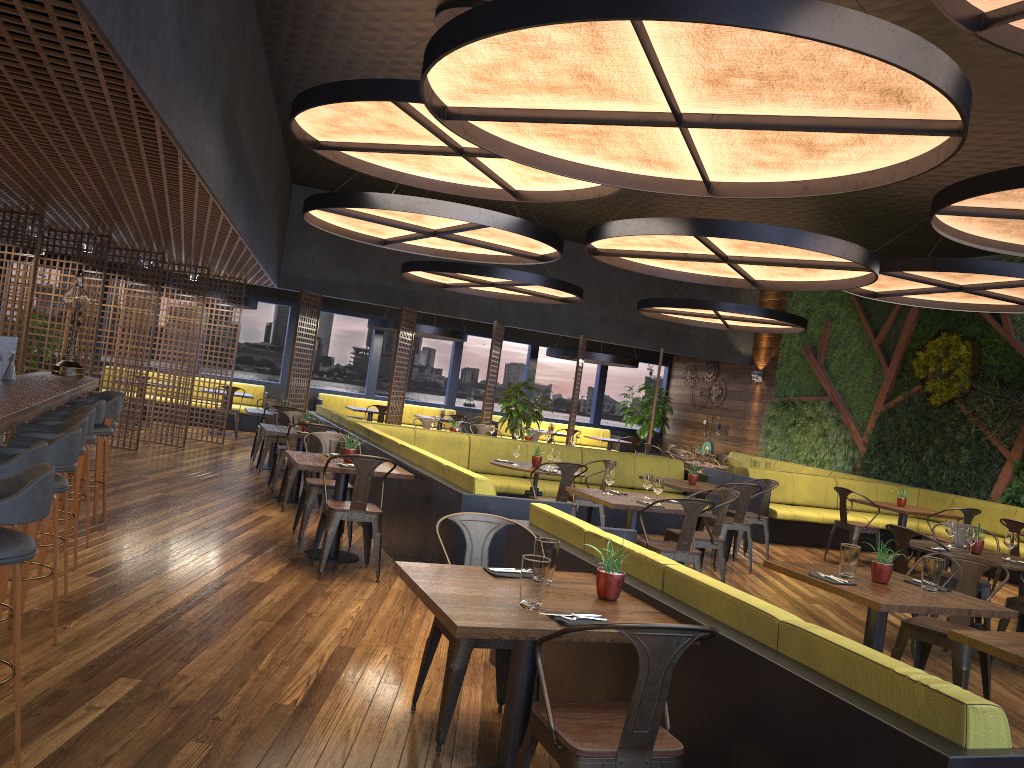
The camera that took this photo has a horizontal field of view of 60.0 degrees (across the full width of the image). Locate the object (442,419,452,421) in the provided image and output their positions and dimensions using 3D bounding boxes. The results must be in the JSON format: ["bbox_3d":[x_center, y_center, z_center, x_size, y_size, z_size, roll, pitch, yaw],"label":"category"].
[{"bbox_3d":[-1.283,0.695,17.340,0.255,0.019,0.157,8,0,-21],"label":"object"}]

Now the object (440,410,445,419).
[{"bbox_3d":[-1.374,0.602,17.472,0.102,0.178,0.102,8,0,-35],"label":"object"}]

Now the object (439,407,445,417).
[{"bbox_3d":[-1.373,0.557,17.656,0.238,0.271,0.260,8,0,1],"label":"object"}]

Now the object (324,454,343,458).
[{"bbox_3d":[-1.442,0.603,7.432,0.255,0.019,0.157,8,0,-21],"label":"object"}]

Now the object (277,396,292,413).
[{"bbox_3d":[-3.155,0.271,12.200,0.260,0.271,0.238,8,0,-19],"label":"object"}]

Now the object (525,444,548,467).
[{"bbox_3d":[0.261,0.725,9.274,0.238,0.271,0.260,8,0,1],"label":"object"}]

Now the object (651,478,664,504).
[{"bbox_3d":[1.193,0.876,7.252,0.097,0.206,0.097,8,0,-29],"label":"object"}]

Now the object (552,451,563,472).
[{"bbox_3d":[0.464,0.787,9.061,0.097,0.206,0.097,8,0,4],"label":"object"}]

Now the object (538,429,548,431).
[{"bbox_3d":[0.692,0.979,18.784,0.255,0.019,0.157,8,0,-21],"label":"object"}]

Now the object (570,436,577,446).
[{"bbox_3d":[0.913,0.879,13.239,0.097,0.206,0.097,8,0,25],"label":"object"}]

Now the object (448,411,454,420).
[{"bbox_3d":[-1.218,0.625,17.633,0.102,0.178,0.102,8,0,-35],"label":"object"}]

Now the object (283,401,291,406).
[{"bbox_3d":[-3.073,0.329,12.075,0.102,0.178,0.102,8,0,-15],"label":"object"}]

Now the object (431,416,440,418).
[{"bbox_3d":[-1.518,0.666,17.960,0.255,0.019,0.157,8,0,-21],"label":"object"}]

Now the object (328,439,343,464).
[{"bbox_3d":[-1.383,0.527,6.918,0.102,0.178,0.102,8,0,15],"label":"object"}]

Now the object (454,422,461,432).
[{"bbox_3d":[-0.774,0.640,12.608,0.097,0.206,0.097,8,0,25],"label":"object"}]

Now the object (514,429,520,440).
[{"bbox_3d":[0.069,0.760,12.923,0.097,0.206,0.097,8,0,25],"label":"object"}]

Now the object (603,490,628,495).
[{"bbox_3d":[0.895,0.932,7.627,0.157,0.019,0.255,8,0,-20],"label":"object"}]

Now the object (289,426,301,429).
[{"bbox_3d":[-2.372,0.492,9.964,0.255,0.019,0.157,8,0,-21],"label":"object"}]

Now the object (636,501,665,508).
[{"bbox_3d":[1.096,0.956,7.099,0.157,0.019,0.255,8,0,-20],"label":"object"}]

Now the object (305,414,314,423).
[{"bbox_3d":[-2.259,0.426,9.834,0.102,0.178,0.102,8,0,-35],"label":"object"}]

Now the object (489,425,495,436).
[{"bbox_3d":[-0.300,0.710,13.147,0.097,0.206,0.097,8,0,25],"label":"object"}]

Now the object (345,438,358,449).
[{"bbox_3d":[-1.329,0.537,7.301,0.102,0.178,0.102,8,0,-35],"label":"object"}]

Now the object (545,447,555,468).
[{"bbox_3d":[0.411,0.783,9.442,0.097,0.206,0.097,8,0,18],"label":"object"}]

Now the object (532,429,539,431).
[{"bbox_3d":[0.521,0.952,18.393,0.157,0.019,0.255,8,0,-21],"label":"object"}]

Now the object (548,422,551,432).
[{"bbox_3d":[0.817,0.867,18.470,0.238,0.271,0.260,8,0,1],"label":"object"}]

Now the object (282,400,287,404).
[{"bbox_3d":[-3.192,0.314,12.373,0.102,0.178,0.102,8,0,-5],"label":"object"}]

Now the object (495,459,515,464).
[{"bbox_3d":[-0.048,0.813,9.295,0.255,0.019,0.157,8,0,12],"label":"object"}]

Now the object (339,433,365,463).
[{"bbox_3d":[-1.305,0.493,7.131,0.238,0.271,0.260,8,0,1],"label":"object"}]

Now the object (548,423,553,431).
[{"bbox_3d":[0.805,0.913,18.654,0.102,0.178,0.102,8,0,-35],"label":"object"}]

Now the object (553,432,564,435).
[{"bbox_3d":[0.927,1.007,18.164,0.255,0.019,0.157,8,0,-21],"label":"object"}]

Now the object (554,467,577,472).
[{"bbox_3d":[0.545,0.896,9.351,0.255,0.019,0.157,8,0,-18],"label":"object"}]

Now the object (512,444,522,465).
[{"bbox_3d":[0.049,0.730,9.143,0.097,0.206,0.097,8,0,21],"label":"object"}]

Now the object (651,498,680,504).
[{"bbox_3d":[1.296,0.987,7.507,0.255,0.019,0.157,8,0,-20],"label":"object"}]

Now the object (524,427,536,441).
[{"bbox_3d":[0.242,0.750,13.216,0.238,0.271,0.260,8,0,1],"label":"object"}]

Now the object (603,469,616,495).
[{"bbox_3d":[0.824,0.826,7.476,0.097,0.206,0.097,8,0,-29],"label":"object"}]

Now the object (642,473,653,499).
[{"bbox_3d":[1.158,0.874,7.593,0.097,0.206,0.097,8,0,-20],"label":"object"}]

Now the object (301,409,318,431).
[{"bbox_3d":[-2.233,0.382,9.689,0.260,0.271,0.238,8,0,-19],"label":"object"}]

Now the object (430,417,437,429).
[{"bbox_3d":[-1.144,0.591,12.831,0.097,0.206,0.097,8,0,25],"label":"object"}]

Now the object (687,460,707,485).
[{"bbox_3d":[2.014,0.972,9.779,0.260,0.271,0.238,8,0,15],"label":"object"}]

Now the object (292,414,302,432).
[{"bbox_3d":[-2.302,0.417,9.460,0.102,0.178,0.102,8,0,-35],"label":"object"}]

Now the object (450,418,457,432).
[{"bbox_3d":[-0.848,0.596,12.808,0.238,0.271,0.260,8,0,1],"label":"object"}]

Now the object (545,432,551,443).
[{"bbox_3d":[0.544,0.829,13.462,0.097,0.206,0.097,8,0,25],"label":"object"}]

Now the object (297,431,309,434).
[{"bbox_3d":[-2.183,0.514,9.354,0.255,0.019,0.157,8,0,-21],"label":"object"}]

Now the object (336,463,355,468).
[{"bbox_3d":[-1.252,0.625,6.822,0.255,0.019,0.157,8,0,-21],"label":"object"}]

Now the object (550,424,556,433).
[{"bbox_3d":[0.836,0.915,18.296,0.102,0.178,0.102,8,0,-35],"label":"object"}]

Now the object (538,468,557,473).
[{"bbox_3d":[0.351,0.866,8.918,0.157,0.019,0.255,8,0,-14],"label":"object"}]

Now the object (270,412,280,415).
[{"bbox_3d":[-3.116,0.402,11.894,0.255,0.019,0.157,8,0,-21],"label":"object"}]
